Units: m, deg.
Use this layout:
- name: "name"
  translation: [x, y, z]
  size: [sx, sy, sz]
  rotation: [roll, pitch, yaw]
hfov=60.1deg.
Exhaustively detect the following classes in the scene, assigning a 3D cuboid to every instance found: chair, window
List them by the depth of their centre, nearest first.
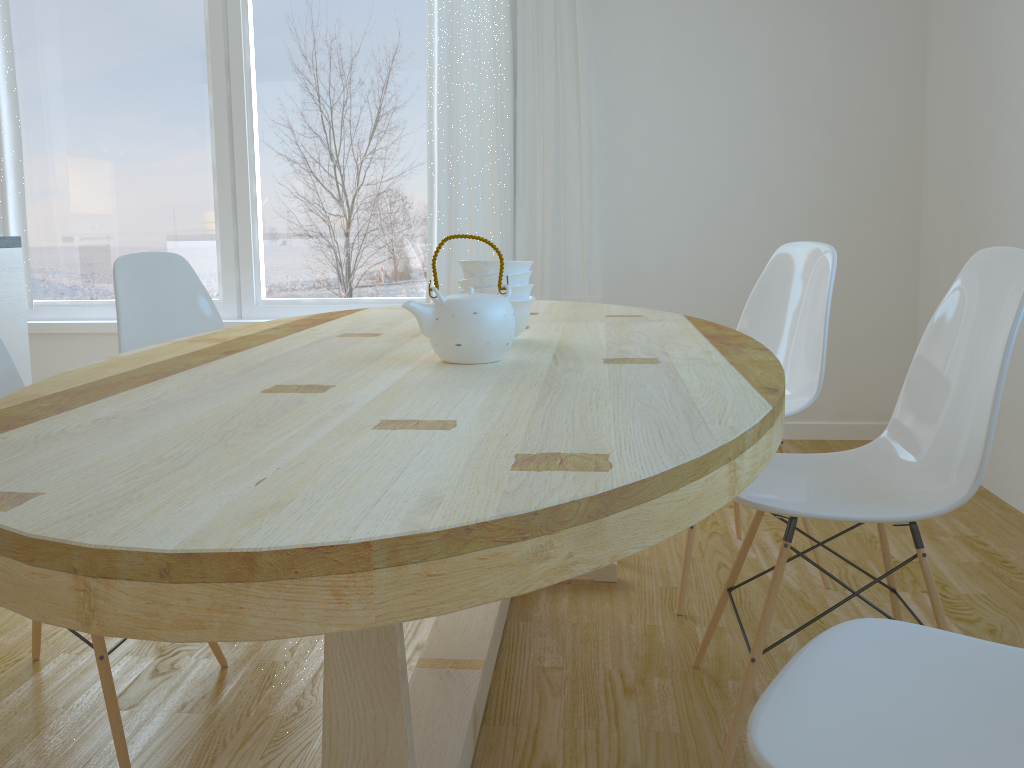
- name: "chair"
  translation: [0.474, 0.348, 0.805]
  size: [0.524, 0.895, 0.432]
  rotation: [4, 9, 35]
- name: "chair"
  translation: [0.624, 0.201, 1.638]
  size: [0.523, 0.895, 0.433]
  rotation: [0, 7, 6]
- name: "chair"
  translation: [0.576, 0.071, 2.395]
  size: [0.524, 0.895, 0.432]
  rotation: [-3, 7, -19]
- name: "chair"
  translation: [-0.783, 0.086, 2.429]
  size: [0.523, 0.895, 0.432]
  rotation: [3, 8, 26]
- name: "window"
  translation: [-1.300, -1.260, 4.130]
  size: [2.726, 1.905, 0.089]
  rotation: [0, 6, 6]

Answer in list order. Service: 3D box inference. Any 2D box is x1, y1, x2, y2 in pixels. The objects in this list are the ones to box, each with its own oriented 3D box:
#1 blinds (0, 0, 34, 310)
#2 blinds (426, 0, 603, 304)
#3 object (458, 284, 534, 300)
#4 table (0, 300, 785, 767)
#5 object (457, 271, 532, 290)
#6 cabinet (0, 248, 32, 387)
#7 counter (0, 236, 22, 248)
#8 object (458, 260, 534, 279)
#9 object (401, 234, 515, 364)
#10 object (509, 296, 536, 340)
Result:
- name: "blinds"
  translation: [-2.664, -1.409, 4.051]
  size: [0.795, 2.144, 0.151]
  rotation: [0, 6, 5]
- name: "blinds"
  translation: [-0.013, -1.405, 3.788]
  size: [0.795, 2.144, 0.151]
  rotation: [0, 6, 6]
- name: "object"
  translation: [-0.031, -0.154, 1.770]
  size: [0.152, 0.092, 0.152]
  rotation: [8, 12, 44]
- name: "table"
  translation: [-0.124, 0.284, 1.733]
  size: [1.193, 0.719, 2.209]
  rotation: [0, 10, 4]
- name: "object"
  translation: [-0.034, -0.178, 1.768]
  size: [0.151, 0.095, 0.153]
  rotation: [3, 10, 22]
- name: "cabinet"
  translation: [-2.131, 0.177, 2.001]
  size: [0.600, 0.902, 2.421]
  rotation: [0, 9, 6]
- name: "counter"
  translation: [-2.138, -0.292, 1.949]
  size: [0.600, 0.040, 2.421]
  rotation: [0, 10, 6]
- name: "object"
  translation: [-0.032, -0.206, 1.766]
  size: [0.152, 0.086, 0.153]
  rotation: [5, 11, 33]
- name: "object"
  translation: [-0.084, -0.144, 1.479]
  size: [0.177, 0.210, 0.148]
  rotation: [0, 8, 5]
- name: "object"
  translation: [-0.028, -0.131, 1.770]
  size: [0.152, 0.082, 0.152]
  rotation: [8, 13, 44]
